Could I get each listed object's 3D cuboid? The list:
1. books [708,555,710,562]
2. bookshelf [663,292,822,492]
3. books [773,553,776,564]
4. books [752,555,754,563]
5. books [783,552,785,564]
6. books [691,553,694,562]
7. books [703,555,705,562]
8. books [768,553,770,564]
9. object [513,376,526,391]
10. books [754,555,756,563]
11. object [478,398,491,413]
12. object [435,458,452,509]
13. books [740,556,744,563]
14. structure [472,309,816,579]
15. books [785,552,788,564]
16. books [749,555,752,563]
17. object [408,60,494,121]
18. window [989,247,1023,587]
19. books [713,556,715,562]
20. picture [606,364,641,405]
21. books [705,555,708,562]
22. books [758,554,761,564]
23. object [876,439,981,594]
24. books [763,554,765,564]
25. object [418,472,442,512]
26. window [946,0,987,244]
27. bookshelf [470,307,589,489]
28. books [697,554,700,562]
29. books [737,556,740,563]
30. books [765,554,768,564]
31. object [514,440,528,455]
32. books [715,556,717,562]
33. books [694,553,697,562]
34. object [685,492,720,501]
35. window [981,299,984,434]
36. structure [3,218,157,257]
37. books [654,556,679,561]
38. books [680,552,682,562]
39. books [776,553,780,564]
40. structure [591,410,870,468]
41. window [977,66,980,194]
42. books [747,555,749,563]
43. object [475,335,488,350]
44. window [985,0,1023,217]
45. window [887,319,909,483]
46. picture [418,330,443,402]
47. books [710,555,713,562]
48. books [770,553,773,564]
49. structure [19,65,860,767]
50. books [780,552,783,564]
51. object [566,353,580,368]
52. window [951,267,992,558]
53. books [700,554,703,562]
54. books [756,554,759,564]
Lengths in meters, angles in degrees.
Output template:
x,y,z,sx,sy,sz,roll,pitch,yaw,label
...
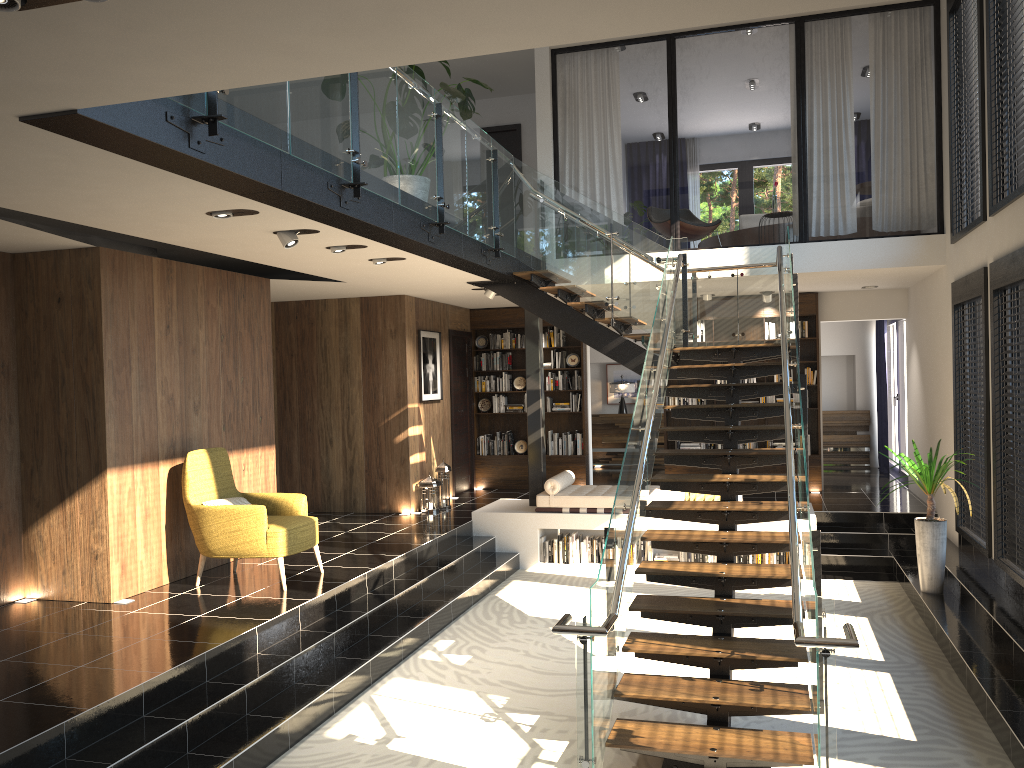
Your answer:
x,y,z,sx,sy,sz,roll,pitch,yaw,label
2.162,1.856,9.718,0.027,0.270,0.187,-1,1,16,books
3.163,0.138,12.300,2.090,2.683,0.273,-1,1,16,bookshelf
2.820,1.832,9.516,0.028,0.285,0.210,-1,1,16,books
2.605,1.839,9.587,0.023,0.283,0.175,-1,1,16,books
2.917,1.845,9.505,0.019,0.255,0.180,-1,1,16,books
2.001,1.853,9.787,0.030,0.284,0.176,-1,1,16,books
2.123,1.857,9.772,0.026,0.270,0.128,-1,1,16,books
2.757,1.852,9.527,0.021,0.248,0.197,-1,1,16,books
0.118,-0.006,13.166,0.212,0.222,0.082,-1,1,16,object
2.627,1.828,9.584,0.021,0.302,0.167,-1,1,16,books
-0.410,0.324,13.327,0.212,0.222,0.082,-1,1,16,object
-0.869,1.264,11.294,0.182,0.643,0.182,-1,1,16,object
2.490,1.868,9.610,0.032,0.229,0.228,-1,1,16,books
1.483,0.454,10.283,3.782,3.245,1.148,-1,1,16,structure
2.948,1.828,9.501,0.043,0.287,0.147,-1,1,16,books
2.578,1.814,9.585,0.028,0.334,0.205,-1,1,16,books
-0.875,-2.185,7.815,1.464,1.554,1.260,-1,1,4,object
3.927,0.249,6.558,0.358,2.476,1.498,-1,1,16,window
2.223,1.876,9.730,0.026,0.226,0.132,-1,1,16,books
3.467,-0.034,16.016,3.543,0.748,0.035,-1,1,16,picture
2.130,1.848,9.705,0.026,0.287,0.204,-1,1,16,books
2.667,1.854,9.547,0.025,0.249,0.208,-1,1,16,books
3.695,1.175,7.873,0.876,1.338,0.830,-1,1,5,object
2.722,1.869,9.566,0.022,0.216,0.137,-1,1,16,books
-1.026,1.349,11.102,0.262,0.483,0.262,-1,1,16,object
4.308,-2.623,8.079,0.358,2.476,1.393,-1,1,16,window
0.258,0.209,13.142,1.703,2.683,0.273,-1,1,16,bookshelf
2.052,1.860,9.754,0.029,0.268,0.146,-1,1,16,books
2.469,1.855,9.648,0.030,0.256,0.160,-1,1,16,books
2.734,1.854,9.528,0.024,0.246,0.211,-1,1,16,books
0.136,0.940,13.163,0.212,0.222,0.082,-1,1,16,object
2.244,1.873,9.705,0.028,0.231,0.158,-1,1,16,books
2.022,1.860,9.754,0.029,0.268,0.173,-1,1,16,books
2.228,1.440,10.104,0.466,0.510,1.166,-1,0,16,object
4.448,0.233,8.102,0.005,2.297,1.220,-1,1,16,window
-5.354,0.220,5.940,1.964,3.018,6.660,-1,0,16,structure
1.725,1.942,9.872,0.274,0.025,0.156,-1,0,13,books
1.880,1.867,9.829,0.026,0.263,0.156,-1,1,16,books
2.857,1.809,9.520,0.042,0.328,0.205,-1,1,16,books
3.043,0.997,15.966,6.277,0.982,0.885,-1,1,16,structure
4.374,-2.624,8.052,0.005,2.297,1.220,-1,1,16,window
2.561,1.839,9.625,0.026,0.284,0.177,-1,1,16,books
-0.454,-0.622,13.291,0.212,0.222,0.082,-1,1,16,object
3.865,-2.605,6.546,0.358,2.476,1.393,-1,1,16,window
5.875,0.176,13.392,0.184,2.476,2.980,-1,1,16,window
-1.060,-0.238,11.595,0.028,0.911,0.748,-1,1,16,picture
2.193,1.827,9.729,0.029,0.326,0.153,-1,1,16,books
2.793,1.833,9.544,0.039,0.284,0.199,-1,1,16,books
0.487,0.088,6.619,3.447,4.869,7.277,-1,1,15,structure
2.889,1.837,9.500,0.030,0.273,0.185,-1,1,16,books
0.887,-0.340,12.917,0.212,0.222,0.082,-1,1,16,object
4.382,0.234,8.130,0.358,2.476,1.393,-1,1,16,window
2.084,1.840,9.748,0.035,0.305,0.151,-1,1,16,books
2.649,1.836,9.575,0.025,0.285,0.164,-1,1,16,books
